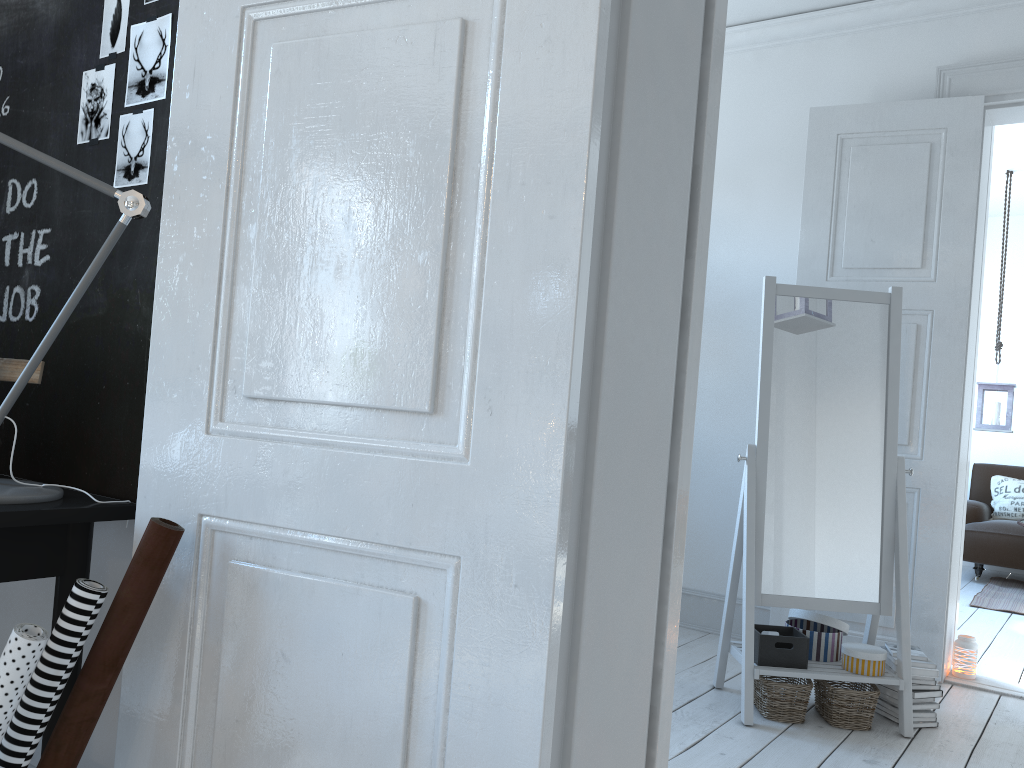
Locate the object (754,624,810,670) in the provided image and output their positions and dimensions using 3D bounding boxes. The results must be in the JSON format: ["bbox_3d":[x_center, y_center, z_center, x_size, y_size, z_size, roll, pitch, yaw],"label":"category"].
[{"bbox_3d":[0.894,0.885,2.997,0.165,0.103,0.155,5,-1,-1],"label":"object"}]

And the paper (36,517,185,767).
[{"bbox_3d":[-0.622,0.544,1.182,0.297,0.746,0.048,5,-1,-10],"label":"paper"}]

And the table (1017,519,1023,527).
[{"bbox_3d":[3.809,1.169,5.407,1.299,0.503,1.301,4,-2,25],"label":"table"}]

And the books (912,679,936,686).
[{"bbox_3d":[1.356,0.999,3.054,0.128,0.016,0.177,5,-2,1],"label":"books"}]

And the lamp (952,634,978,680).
[{"bbox_3d":[1.856,1.116,3.630,0.089,0.166,0.089,4,-1,34],"label":"lamp"}]

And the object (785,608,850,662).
[{"bbox_3d":[1.079,0.877,3.151,0.207,0.158,0.241,3,-2,42],"label":"object"}]

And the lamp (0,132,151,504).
[{"bbox_3d":[-0.870,-0.194,1.355,0.616,0.716,0.230,5,-1,5],"label":"lamp"}]

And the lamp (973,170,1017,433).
[{"bbox_3d":[3.279,-0.561,5.922,0.228,1.761,0.228,4,-1,31],"label":"lamp"}]

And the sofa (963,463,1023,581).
[{"bbox_3d":[4.273,1.052,6.056,2.164,0.824,0.969,4,-2,34],"label":"sofa"}]

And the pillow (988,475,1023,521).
[{"bbox_3d":[3.799,0.860,6.524,0.519,0.367,0.239,4,-1,34],"label":"pillow"}]

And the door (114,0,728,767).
[{"bbox_3d":[0.716,-0.219,0.809,2.597,2.505,0.578,4,-1,34],"label":"door"}]

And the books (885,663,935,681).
[{"bbox_3d":[1.355,0.982,3.052,0.128,0.016,0.181,4,-2,6],"label":"books"}]

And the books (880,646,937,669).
[{"bbox_3d":[1.359,0.940,3.049,0.132,0.017,0.187,4,-2,7],"label":"books"}]

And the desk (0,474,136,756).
[{"bbox_3d":[-1.260,0.514,1.426,1.159,0.759,0.651,4,-1,34],"label":"desk"}]

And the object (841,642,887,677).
[{"bbox_3d":[1.175,0.920,2.966,0.142,0.074,0.142,4,-2,18],"label":"object"}]

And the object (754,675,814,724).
[{"bbox_3d":[0.912,1.050,3.027,0.185,0.140,0.295,4,-2,6],"label":"object"}]

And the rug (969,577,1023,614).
[{"bbox_3d":[3.807,1.394,5.425,1.709,0.055,1.457,3,-2,35],"label":"rug"}]

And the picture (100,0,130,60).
[{"bbox_3d":[-0.724,-0.665,1.618,0.083,0.146,0.002,4,-1,34],"label":"picture"}]

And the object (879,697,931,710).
[{"bbox_3d":[1.346,1.093,3.064,0.111,0.014,0.156,5,-2,-13],"label":"object"}]

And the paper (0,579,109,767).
[{"bbox_3d":[-0.687,0.581,1.138,0.266,0.669,0.043,5,-1,-10],"label":"paper"}]

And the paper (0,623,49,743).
[{"bbox_3d":[-0.721,0.594,1.089,0.283,0.626,0.041,4,-1,13],"label":"paper"}]

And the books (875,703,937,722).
[{"bbox_3d":[1.345,1.124,3.052,0.128,0.016,0.177,5,-2,-14],"label":"books"}]

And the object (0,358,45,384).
[{"bbox_3d":[-0.856,0.061,1.474,0.138,0.209,0.034,4,-1,14],"label":"object"}]

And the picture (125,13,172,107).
[{"bbox_3d":[-0.637,-0.567,1.551,0.121,0.152,0.002,4,-1,34],"label":"picture"}]

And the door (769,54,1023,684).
[{"bbox_3d":[2.413,-0.008,3.296,2.597,2.505,0.578,4,-1,34],"label":"door"}]

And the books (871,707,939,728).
[{"bbox_3d":[1.349,1.142,3.051,0.128,0.016,0.178,5,-2,-17],"label":"books"}]

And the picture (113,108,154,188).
[{"bbox_3d":[-0.666,-0.416,1.561,0.103,0.136,0.001,4,-1,34],"label":"picture"}]

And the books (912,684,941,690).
[{"bbox_3d":[1.359,1.016,3.052,0.128,0.016,0.178,5,-2,-12],"label":"books"}]

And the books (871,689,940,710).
[{"bbox_3d":[1.347,1.079,3.049,0.132,0.017,0.187,5,-2,-18],"label":"books"}]

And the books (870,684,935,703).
[{"bbox_3d":[1.344,1.059,3.058,0.128,0.022,0.167,5,-2,-21],"label":"books"}]

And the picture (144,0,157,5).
[{"bbox_3d":[-0.609,-0.704,1.543,0.095,0.071,0.001,4,-1,34],"label":"picture"}]

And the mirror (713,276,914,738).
[{"bbox_3d":[1.074,0.379,3.063,0.610,1.488,0.417,5,-1,-1],"label":"mirror"}]

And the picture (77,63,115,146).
[{"bbox_3d":[-0.769,-0.515,1.637,0.107,0.150,0.001,4,-1,34],"label":"picture"}]

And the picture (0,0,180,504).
[{"bbox_3d":[-0.952,-0.399,1.793,0.952,1.172,0.064,4,-1,34],"label":"picture"}]

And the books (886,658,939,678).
[{"bbox_3d":[1.360,0.961,3.042,0.128,0.026,0.200,4,-2,6],"label":"books"}]

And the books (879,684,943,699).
[{"bbox_3d":[1.353,1.036,3.045,0.128,0.022,0.193,5,-2,-23],"label":"books"}]

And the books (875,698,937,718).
[{"bbox_3d":[1.345,1.108,3.050,0.128,0.016,0.181,5,-2,-10],"label":"books"}]

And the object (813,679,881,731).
[{"bbox_3d":[1.125,1.066,3.010,0.185,0.140,0.295,4,-2,6],"label":"object"}]

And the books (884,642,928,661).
[{"bbox_3d":[1.360,0.924,3.064,0.111,0.014,0.156,4,-2,14],"label":"books"}]
